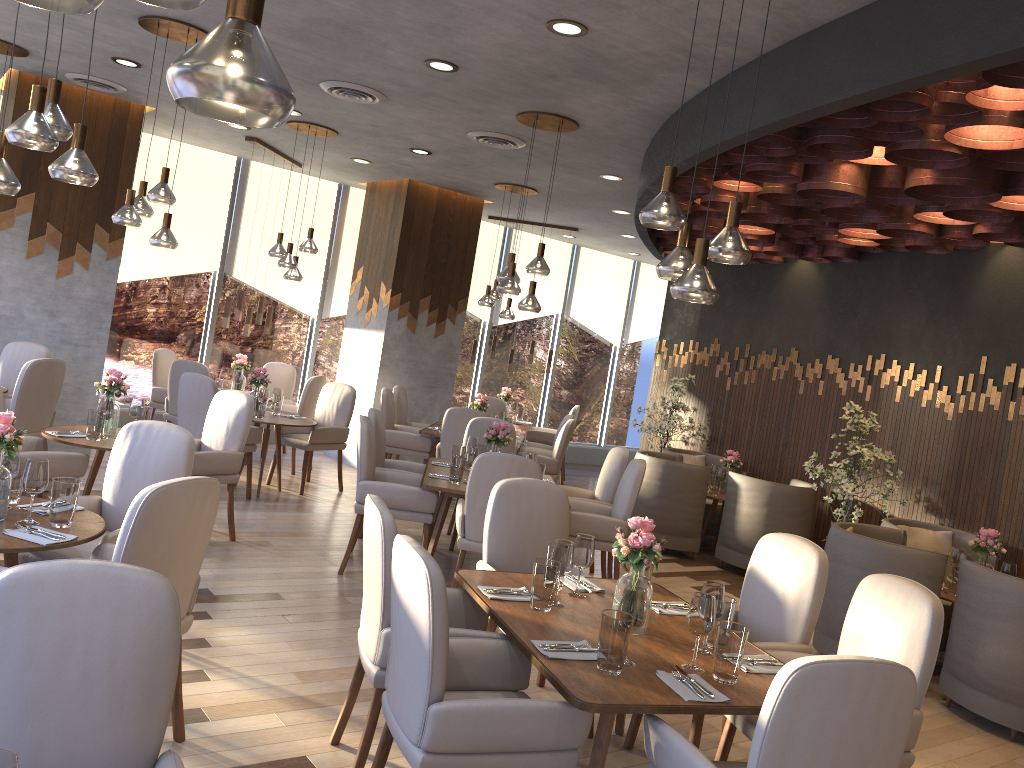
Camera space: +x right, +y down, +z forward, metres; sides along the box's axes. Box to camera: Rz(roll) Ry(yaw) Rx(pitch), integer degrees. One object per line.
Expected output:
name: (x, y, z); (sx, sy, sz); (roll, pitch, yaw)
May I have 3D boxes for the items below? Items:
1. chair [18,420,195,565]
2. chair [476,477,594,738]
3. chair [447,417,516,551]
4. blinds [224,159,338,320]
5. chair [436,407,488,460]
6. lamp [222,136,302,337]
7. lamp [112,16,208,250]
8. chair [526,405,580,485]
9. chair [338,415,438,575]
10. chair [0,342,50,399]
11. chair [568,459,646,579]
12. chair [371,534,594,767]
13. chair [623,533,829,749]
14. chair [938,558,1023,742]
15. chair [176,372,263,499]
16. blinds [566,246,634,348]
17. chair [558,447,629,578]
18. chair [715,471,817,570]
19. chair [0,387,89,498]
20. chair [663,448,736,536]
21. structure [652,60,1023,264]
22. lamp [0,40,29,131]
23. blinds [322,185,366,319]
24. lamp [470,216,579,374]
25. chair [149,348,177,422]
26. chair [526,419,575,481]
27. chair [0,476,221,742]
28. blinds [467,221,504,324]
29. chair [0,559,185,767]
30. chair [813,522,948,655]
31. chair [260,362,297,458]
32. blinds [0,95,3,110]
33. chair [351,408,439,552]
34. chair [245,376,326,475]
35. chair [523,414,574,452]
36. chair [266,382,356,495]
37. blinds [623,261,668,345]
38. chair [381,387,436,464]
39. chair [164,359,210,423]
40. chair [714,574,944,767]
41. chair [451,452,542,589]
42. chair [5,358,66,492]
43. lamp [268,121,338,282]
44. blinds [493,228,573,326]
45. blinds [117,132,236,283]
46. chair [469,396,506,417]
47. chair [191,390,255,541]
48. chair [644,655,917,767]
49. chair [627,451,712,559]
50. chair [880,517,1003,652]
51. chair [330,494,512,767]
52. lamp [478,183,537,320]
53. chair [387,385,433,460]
chair: (-1.788, 0.671, 3.892); (0.529, 1.000, 0.599); (10, 1, 16)
chair: (0.114, 0.975, 4.004); (0.527, 1.000, 0.601); (9, 1, -23)
chair: (-0.208, 0.789, 7.033); (0.528, 1.000, 0.600); (9, 1, -6)
blinds: (-2.614, -2.156, 10.315); (1.170, 2.680, 0.007); (9, 1, -37)
chair: (-0.439, 0.701, 8.180); (0.528, 1.000, 0.600); (9, 1, 6)
lamp: (-2.592, -1.445, 9.153); (0.118, 1.930, 1.161); (9, 1, 8)
lamp: (-2.164, -1.518, 5.449); (0.438, 1.326, 0.440); (9, 1, -34)
chair: (0.487, 0.716, 11.241); (0.600, 1.000, 0.528); (9, 1, 6)
chair: (-0.796, 0.744, 5.881); (0.599, 1.000, 0.529); (9, 1, -6)
chair: (-4.107, 0.155, 7.084); (0.528, 1.000, 0.599); (9, 1, 7)
chair: (0.523, 0.955, 5.945); (0.599, 1.000, 0.528); (9, 1, -1)
chair: (-0.125, 0.992, 2.725); (0.598, 1.000, 0.529); (9, 1, -23)
chair: (0.912, 1.117, 3.703); (0.598, 1.000, 0.529); (9, 1, -25)
chair: (2.831, 1.462, 4.771); (0.774, 0.837, 0.596); (9, 1, -2)
chair: (-2.430, 0.420, 7.237); (0.529, 1.000, 0.598); (10, 1, 29)
blinds: (1.403, -1.929, 13.299); (1.170, 2.680, 0.007); (9, 1, -37)
chair: (0.477, 0.923, 6.513); (0.599, 1.000, 0.529); (9, 1, -8)
chair: (2.245, 1.242, 7.613); (0.773, 0.837, 0.597); (9, 1, -22)
chair: (-2.800, 0.458, 4.997); (0.529, 1.000, 0.598); (10, 1, 34)
chair: (1.753, 1.106, 8.899); (0.772, 0.837, 0.597); (8, 1, -27)
structure: (2.463, -1.304, 5.381); (2.753, 0.556, 9.466); (9, 3, -7)
lamp: (-3.921, -1.851, 6.550); (0.440, 1.326, 0.439); (10, 1, 20)
blinds: (-1.622, -2.046, 11.059); (1.170, 2.680, 0.007); (9, 1, -37)
lamp: (0.119, -1.100, 11.296); (1.162, 1.930, 0.118); (9, 1, 8)
chair: (-3.455, 0.165, 9.235); (0.600, 1.000, 0.528); (9, 1, 6)
chair: (0.242, 0.790, 8.674); (0.600, 1.000, 0.528); (9, 1, 7)
chair: (-1.429, 0.764, 3.105); (0.601, 1.000, 0.527); (10, 1, 19)
blinds: (-0.573, -2.207, 11.809); (1.170, 2.680, 0.007); (9, 1, -37)
chair: (-0.905, 0.911, 1.699); (0.527, 1.000, 0.601); (9, 1, -23)
chair: (2.182, 1.328, 5.430); (0.595, 0.837, 0.774); (9, 1, 3)
chair: (-2.737, 0.258, 9.782); (0.529, 1.000, 0.599); (9, 1, 10)
blinds: (-4.548, -2.699, 8.822); (1.170, 2.680, 0.007); (9, 1, -37)
chair: (-0.820, 0.716, 6.446); (0.599, 1.000, 0.528); (9, 1, -1)
chair: (-2.290, 0.363, 9.042); (0.600, 1.000, 0.528); (9, 1, 10)
chair: (0.268, 0.769, 9.243); (0.599, 1.000, 0.528); (9, 1, -1)
chair: (-1.834, 0.473, 8.229); (0.529, 1.000, 0.598); (10, 1, 30)
blinds: (2.404, -1.867, 14.043); (1.170, 2.680, 0.007); (9, 1, -37)
chair: (-1.062, 0.574, 8.777); (0.600, 1.000, 0.528); (9, 1, 1)
chair: (-3.017, 0.268, 8.521); (0.529, 1.000, 0.599); (9, 1, 13)
chair: (1.118, 1.174, 3.174); (0.599, 1.000, 0.529); (9, 1, -17)
chair: (-0.092, 0.881, 5.368); (0.528, 1.000, 0.600); (9, 1, -1)
chair: (-3.631, 0.263, 6.365); (0.600, 1.000, 0.528); (9, 1, 10)
lamp: (-1.838, -1.565, 7.706); (0.438, 1.326, 0.440); (9, 1, -29)
blinds: (0.413, -2.057, 12.554); (1.170, 2.680, 0.007); (9, 1, -37)
blinds: (-3.603, -2.291, 9.570); (1.170, 2.680, 0.007); (9, 1, -37)
chair: (-0.342, 0.644, 9.832); (0.528, 1.000, 0.600); (9, 1, 1)
chair: (-2.130, 0.525, 5.941); (0.529, 1.000, 0.598); (10, 1, 35)
chair: (0.695, 1.138, 2.441); (0.527, 1.000, 0.601); (9, 1, -18)
chair: (1.344, 1.076, 8.065); (0.594, 0.837, 0.776); (9, 2, -17)
chair: (2.807, 1.400, 6.099); (0.774, 0.837, 0.596); (9, 1, -7)
chair: (-0.311, 0.939, 3.258); (0.599, 1.000, 0.529); (9, 1, -18)
lamp: (-0.063, -1.335, 9.020); (0.440, 1.326, 0.438); (10, 1, 38)
chair: (-1.016, 0.556, 9.341); (0.600, 1.000, 0.528); (9, 1, 7)
